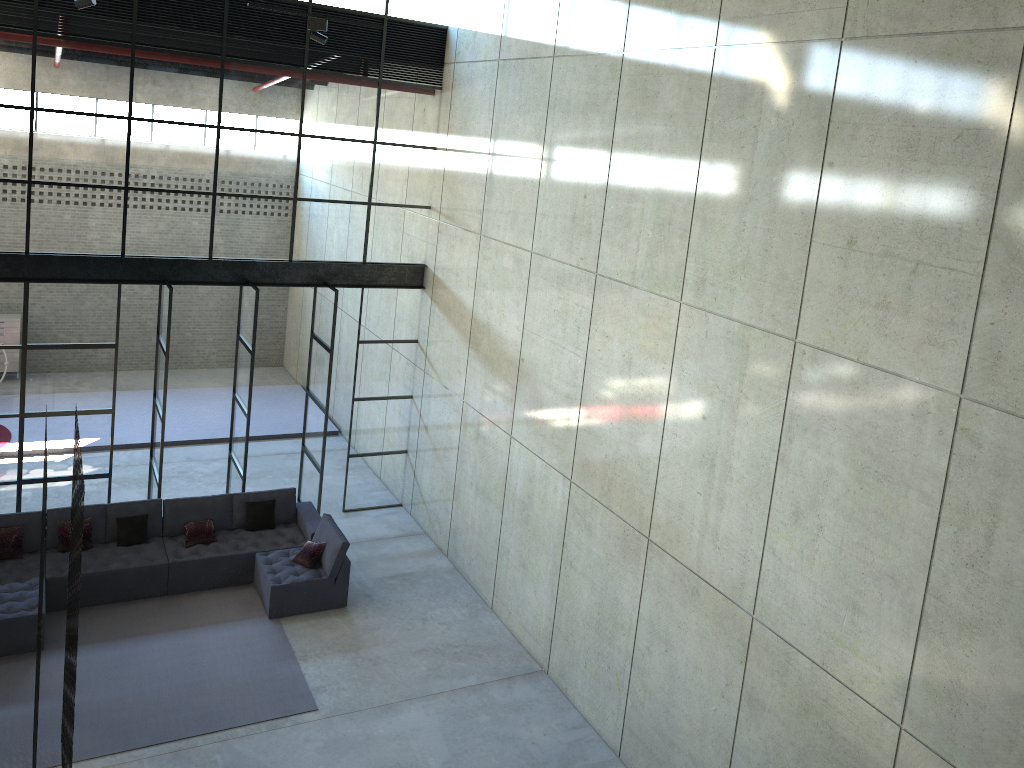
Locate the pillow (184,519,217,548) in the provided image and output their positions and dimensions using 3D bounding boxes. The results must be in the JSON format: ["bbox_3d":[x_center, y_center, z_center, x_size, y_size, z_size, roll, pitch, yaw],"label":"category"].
[{"bbox_3d":[-3.957,1.889,11.141,0.383,0.226,0.335,-1,15,-28],"label":"pillow"}]

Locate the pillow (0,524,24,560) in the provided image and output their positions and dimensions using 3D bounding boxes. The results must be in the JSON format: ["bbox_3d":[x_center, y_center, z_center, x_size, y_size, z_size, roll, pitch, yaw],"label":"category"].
[{"bbox_3d":[-5.901,1.854,10.184,0.413,0.338,0.241,0,12,-28],"label":"pillow"}]

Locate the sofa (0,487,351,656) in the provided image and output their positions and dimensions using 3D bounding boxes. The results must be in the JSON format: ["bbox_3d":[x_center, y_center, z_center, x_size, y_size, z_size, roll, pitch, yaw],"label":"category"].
[{"bbox_3d":[-4.206,2.120,10.470,4.147,0.852,1.875,-2,16,-28],"label":"sofa"}]

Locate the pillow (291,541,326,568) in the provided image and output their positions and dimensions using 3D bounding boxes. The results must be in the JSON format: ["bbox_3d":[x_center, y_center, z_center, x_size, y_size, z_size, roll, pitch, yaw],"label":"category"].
[{"bbox_3d":[-2.491,2.068,10.858,0.350,0.282,0.342,15,15,34],"label":"pillow"}]

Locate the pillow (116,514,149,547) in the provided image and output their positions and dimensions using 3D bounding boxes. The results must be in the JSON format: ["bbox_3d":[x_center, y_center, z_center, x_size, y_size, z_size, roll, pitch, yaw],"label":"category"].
[{"bbox_3d":[-4.686,1.821,10.849,0.383,0.328,0.224,-1,13,-31],"label":"pillow"}]

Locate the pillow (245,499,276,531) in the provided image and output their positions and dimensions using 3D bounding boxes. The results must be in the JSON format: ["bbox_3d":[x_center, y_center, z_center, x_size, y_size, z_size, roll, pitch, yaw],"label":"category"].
[{"bbox_3d":[-3.322,1.740,11.586,0.400,0.375,0.202,0,11,-28],"label":"pillow"}]

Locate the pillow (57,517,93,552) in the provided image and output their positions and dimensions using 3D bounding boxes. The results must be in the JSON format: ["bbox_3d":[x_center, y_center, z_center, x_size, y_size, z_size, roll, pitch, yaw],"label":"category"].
[{"bbox_3d":[-5.247,1.813,10.545,0.406,0.369,0.197,0,11,-28],"label":"pillow"}]

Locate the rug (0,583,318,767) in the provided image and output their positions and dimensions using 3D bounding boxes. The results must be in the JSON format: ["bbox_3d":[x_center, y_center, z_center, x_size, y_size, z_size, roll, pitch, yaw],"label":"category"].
[{"bbox_3d":[-4.153,2.951,9.101,3.626,0.019,2.721,-2,18,-28],"label":"rug"}]
